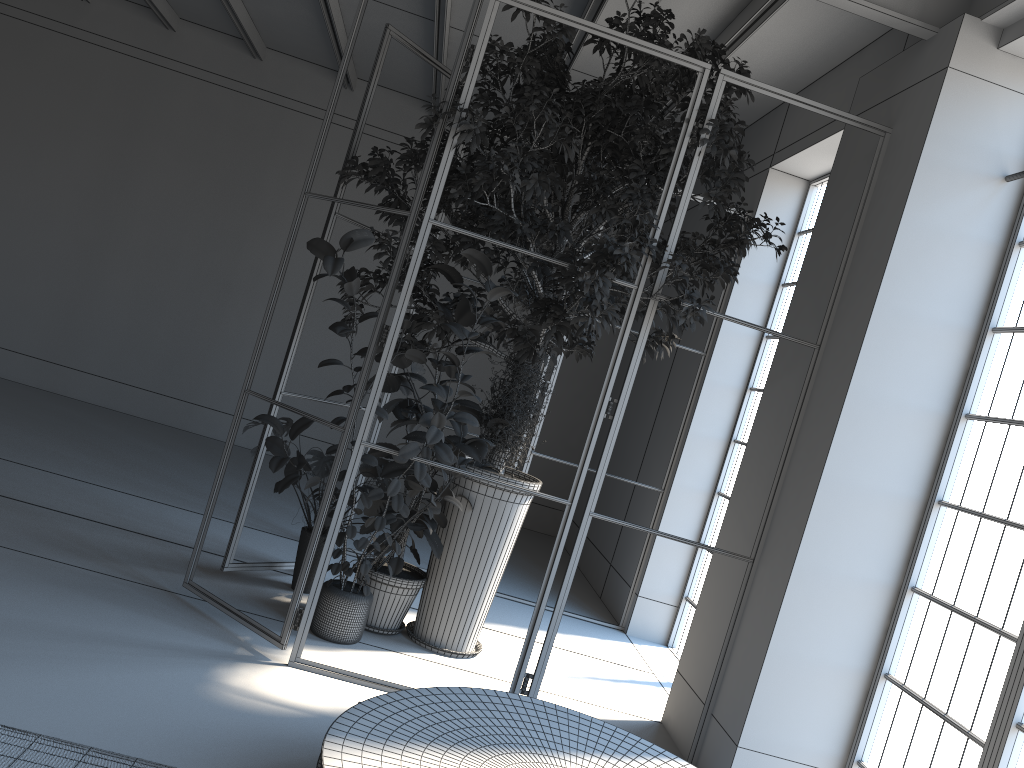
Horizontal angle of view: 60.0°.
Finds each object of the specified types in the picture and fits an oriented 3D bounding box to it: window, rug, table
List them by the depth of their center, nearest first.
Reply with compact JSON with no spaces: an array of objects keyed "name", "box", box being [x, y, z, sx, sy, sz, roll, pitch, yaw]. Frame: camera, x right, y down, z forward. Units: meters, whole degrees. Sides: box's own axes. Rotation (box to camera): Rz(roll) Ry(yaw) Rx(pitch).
[{"name":"rug","box":[-1.669,1.208,1.777,1.961,0.007,2.524,17,1,-6]},{"name":"window","box":[2.260,0.454,2.035,0.070,3.834,9.755,17,1,-6]},{"name":"table","box":[0.157,1.555,2.919,1.709,0.387,1.708,17,1,-15]}]

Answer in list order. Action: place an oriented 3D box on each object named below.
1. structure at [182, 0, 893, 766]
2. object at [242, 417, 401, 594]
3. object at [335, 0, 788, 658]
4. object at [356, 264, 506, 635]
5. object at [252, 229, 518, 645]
[{"name":"structure","box":[0.065,-0.060,5.566,2.994,3.454,2.452,17,1,-6]},{"name":"object","box":[-1.212,0.799,5.440,1.125,1.001,0.920,17,1,-9]},{"name":"object","box":[0.081,-0.452,5.116,2.243,4.154,2.486,17,1,-35]},{"name":"object","box":[-0.578,0.367,5.351,1.270,2.157,0.868,17,1,24]},{"name":"object","box":[-0.702,0.346,4.707,1.253,2.183,1.309,17,1,5]}]
